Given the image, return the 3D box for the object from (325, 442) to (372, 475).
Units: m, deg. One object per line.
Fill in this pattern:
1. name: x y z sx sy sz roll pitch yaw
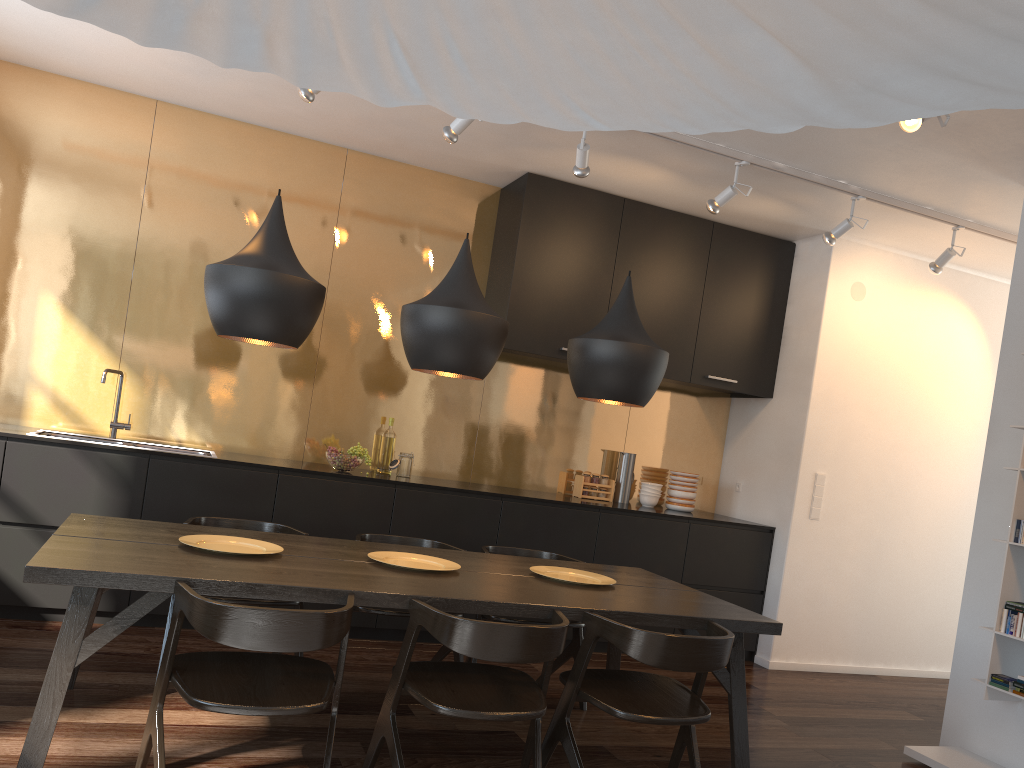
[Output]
1. object: -0.922 0.406 4.959 0.241 0.173 0.177 10 -2 -36

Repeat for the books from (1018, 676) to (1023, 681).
1. books: 2.208 1.257 3.746 0.070 0.014 0.092 10 -4 -20

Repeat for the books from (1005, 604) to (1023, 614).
1. books: 2.222 0.983 3.859 0.069 0.023 0.107 10 -4 -20

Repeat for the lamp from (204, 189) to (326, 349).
1. lamp: -0.852 -0.413 3.098 0.410 0.541 0.412 8 -1 13

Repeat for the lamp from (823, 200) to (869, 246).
1. lamp: 1.816 -0.871 4.786 0.085 0.240 0.249 8 -1 -45

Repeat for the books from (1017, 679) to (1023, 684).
1. books: 2.205 1.271 3.746 0.070 0.014 0.092 10 -4 -20

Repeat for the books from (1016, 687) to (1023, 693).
1. books: 2.199 1.307 3.746 0.070 0.014 0.092 10 -4 -20

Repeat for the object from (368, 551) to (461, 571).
1. object: -0.371 0.678 3.360 0.358 0.017 0.354 11 -5 -40

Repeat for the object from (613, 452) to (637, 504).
1. object: 0.774 0.636 5.981 0.165 0.340 0.114 8 0 -17

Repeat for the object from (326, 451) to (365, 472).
1. object: -0.943 0.442 4.968 0.218 0.097 0.220 7 -3 27

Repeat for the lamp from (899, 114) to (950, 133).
1. lamp: 1.512 -1.013 3.228 0.252 0.240 0.085 10 -1 -39

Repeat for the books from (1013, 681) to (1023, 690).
1. books: 2.198 1.289 3.752 0.069 0.023 0.107 10 -4 -20

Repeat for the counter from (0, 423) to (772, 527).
1. counter: -0.756 0.532 5.168 5.079 0.002 0.730 10 -4 -21

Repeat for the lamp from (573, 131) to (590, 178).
1. lamp: 0.393 -0.256 4.992 0.089 1.847 1.840 9 -1 14

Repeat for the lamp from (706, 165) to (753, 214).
1. lamp: 1.121 -0.990 4.517 0.249 0.240 0.085 7 -1 40

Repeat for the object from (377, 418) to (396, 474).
1. object: -0.758 0.374 5.402 0.091 0.339 0.092 9 1 36

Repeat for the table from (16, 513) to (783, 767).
1. table: -0.393 1.026 3.334 2.510 0.679 1.104 10 -3 -21

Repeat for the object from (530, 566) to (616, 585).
1. object: 0.247 0.784 3.598 0.357 0.017 0.355 9 -4 -17

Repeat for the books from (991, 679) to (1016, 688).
1. books: 2.157 1.308 3.862 0.070 0.014 0.092 10 -4 -20

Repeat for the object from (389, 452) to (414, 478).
1. object: -0.652 0.476 5.278 0.178 0.151 0.087 10 -1 -43

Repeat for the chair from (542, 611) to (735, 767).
1. chair: 0.445 1.136 3.046 0.595 0.671 0.518 9 -1 -22

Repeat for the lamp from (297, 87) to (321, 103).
1. lamp: -0.788 -1.319 3.770 0.250 0.239 0.085 8 0 20

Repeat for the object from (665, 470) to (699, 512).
1. object: 1.163 0.736 6.050 0.196 0.264 0.199 8 -1 44

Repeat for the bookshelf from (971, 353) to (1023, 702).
1. bookshelf: 2.421 0.384 3.708 0.228 2.075 0.637 8 0 -20

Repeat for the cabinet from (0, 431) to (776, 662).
1. cabinet: -0.821 0.977 5.174 5.082 0.900 0.730 10 -1 -21

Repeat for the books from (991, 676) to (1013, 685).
1. books: 2.157 1.295 3.863 0.070 0.015 0.092 10 -4 -20

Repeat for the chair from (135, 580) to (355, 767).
1. chair: -0.752 0.931 2.580 0.595 0.671 0.518 9 -1 -22

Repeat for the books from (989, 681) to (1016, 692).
1. books: 2.154 1.322 3.862 0.074 0.015 0.098 10 -4 -20

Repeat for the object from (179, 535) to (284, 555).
1. object: -0.989 0.573 3.122 0.357 0.017 0.355 9 -4 -17

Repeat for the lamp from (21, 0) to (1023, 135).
1. lamp: -0.056 -0.338 0.255 1.465 0.210 1.477 7 -4 16

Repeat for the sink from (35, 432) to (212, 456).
1. sink: -0.860 0.489 5.082 3.428 0.244 0.481 10 -3 -22

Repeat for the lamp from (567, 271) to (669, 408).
1. lamp: 0.440 -0.192 3.595 0.409 0.541 0.413 8 -1 27

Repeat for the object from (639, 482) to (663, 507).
1. object: 0.935 0.751 5.989 0.157 0.160 0.154 8 -1 8

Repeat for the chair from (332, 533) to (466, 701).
1. chair: -0.510 1.055 4.000 0.595 0.671 0.518 9 -1 -22

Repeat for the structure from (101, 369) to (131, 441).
1. structure: -2.123 0.120 4.749 0.109 0.385 0.265 8 -1 -5

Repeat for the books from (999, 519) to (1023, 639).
1. books: 2.314 0.846 3.701 0.123 0.511 0.468 8 -1 -20

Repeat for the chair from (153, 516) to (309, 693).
1. chair: -1.178 0.942 3.774 0.596 0.671 0.518 9 -1 -24

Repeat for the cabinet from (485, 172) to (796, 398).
1. cabinet: 0.843 -0.576 5.791 1.963 1.050 0.530 9 0 -21

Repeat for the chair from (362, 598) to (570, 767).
1. chair: -0.122 1.039 2.828 0.595 0.671 0.518 9 -1 -20

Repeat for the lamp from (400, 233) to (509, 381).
1. lamp: -0.206 -0.303 3.347 0.413 0.541 0.409 9 -1 -44

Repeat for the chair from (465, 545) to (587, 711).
1. chair: 0.052 1.151 4.217 0.595 0.671 0.518 9 -1 -21

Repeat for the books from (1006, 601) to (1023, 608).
1. books: 2.241 0.969 3.863 0.093 0.012 0.111 10 -4 -20

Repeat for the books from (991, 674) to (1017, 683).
1. books: 2.162 1.285 3.858 0.069 0.009 0.107 10 -4 -20

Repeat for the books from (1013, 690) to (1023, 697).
1. books: 2.197 1.323 3.754 0.069 0.016 0.107 10 -4 -20

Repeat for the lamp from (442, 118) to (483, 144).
1. lamp: -0.199 -1.217 4.006 0.249 0.240 0.085 7 0 35
